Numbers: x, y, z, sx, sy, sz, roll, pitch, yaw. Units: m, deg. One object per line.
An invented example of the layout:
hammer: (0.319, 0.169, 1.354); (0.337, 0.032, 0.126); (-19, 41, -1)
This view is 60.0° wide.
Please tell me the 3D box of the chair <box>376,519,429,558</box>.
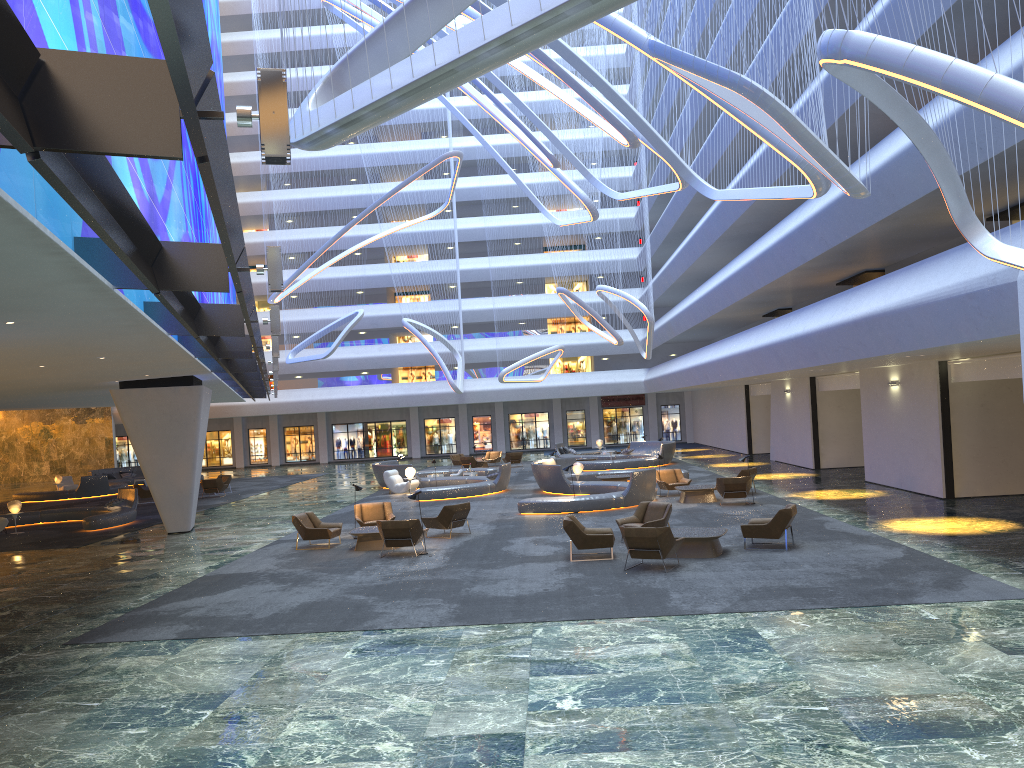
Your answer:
chair: (-2.231, 3.102, 18.045); (0.929, 0.766, 0.939); (-3, -1, 8)

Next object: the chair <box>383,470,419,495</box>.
chair: (-4.058, 3.597, 32.607); (1.158, 0.882, 0.728); (-4, -1, 21)

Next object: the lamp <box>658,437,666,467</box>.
lamp: (6.556, 2.969, 38.821); (0.201, 1.300, 0.384); (-3, 0, -38)

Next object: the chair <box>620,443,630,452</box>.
chair: (6.304, 3.488, 46.455); (0.938, 0.766, 0.930); (-3, -1, -38)

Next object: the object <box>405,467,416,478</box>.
object: (-3.646, 3.181, 31.805); (0.366, 0.387, 0.318); (-3, -1, -16)

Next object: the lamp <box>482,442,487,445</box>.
lamp: (-1.411, 3.640, 45.798); (0.384, 1.300, 0.202); (-3, 0, -36)

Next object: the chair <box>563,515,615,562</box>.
chair: (1.434, 2.843, 16.458); (0.939, 0.766, 0.929); (-3, -1, 4)

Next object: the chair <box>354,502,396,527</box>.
chair: (-3.291, 3.260, 21.223); (0.929, 0.766, 0.939); (-3, -1, -14)

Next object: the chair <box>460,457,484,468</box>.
chair: (-1.947, 3.840, 42.561); (0.930, 0.766, 0.938); (-4, -1, 43)

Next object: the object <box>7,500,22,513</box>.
object: (-14.820, 3.655, 26.418); (0.318, 0.387, 0.367); (-3, -1, 9)

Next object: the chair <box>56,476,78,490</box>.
chair: (-21.481, 4.908, 42.816); (0.728, 0.882, 1.158); (-3, -1, -44)

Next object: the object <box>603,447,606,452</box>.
object: (4.798, 3.397, 45.683); (0.131, 0.252, 0.103); (-3, 0, -15)

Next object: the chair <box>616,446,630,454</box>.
chair: (5.790, 3.446, 44.158); (0.939, 0.766, 0.929); (-4, -1, 35)

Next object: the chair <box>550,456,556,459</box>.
chair: (2.141, 3.753, 43.039); (0.587, 0.501, 0.490); (-4, -1, 37)

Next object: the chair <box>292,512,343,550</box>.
chair: (-4.368, 3.281, 19.887); (0.939, 0.766, 0.929); (-3, -1, 11)

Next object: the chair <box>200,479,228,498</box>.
chair: (-12.123, 4.221, 36.007); (0.929, 0.766, 0.939); (-3, -1, 0)

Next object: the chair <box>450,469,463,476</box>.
chair: (-2.767, 3.836, 36.603); (1.783, 0.501, 0.586); (-2, -1, -34)

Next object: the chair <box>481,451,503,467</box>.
chair: (-0.986, 3.884, 45.771); (0.930, 0.766, 0.938); (-4, -1, 21)

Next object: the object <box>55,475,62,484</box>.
object: (-21.448, 4.511, 41.906); (0.367, 0.387, 0.318); (-3, -1, 9)

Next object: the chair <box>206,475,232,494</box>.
chair: (-12.543, 4.304, 37.926); (0.930, 0.766, 0.938); (-4, -1, 41)

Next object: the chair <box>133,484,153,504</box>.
chair: (-14.534, 4.335, 35.233); (0.938, 0.766, 0.930); (-3, -1, -27)

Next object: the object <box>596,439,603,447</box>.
object: (4.774, 3.216, 48.306); (0.366, 0.387, 0.318); (-3, -1, -16)

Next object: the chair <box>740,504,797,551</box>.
chair: (4.780, 2.652, 16.459); (0.939, 0.766, 0.929); (-4, -1, 27)

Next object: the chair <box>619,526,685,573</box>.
chair: (2.359, 2.746, 15.011); (0.930, 0.766, 0.938); (-4, -1, 29)

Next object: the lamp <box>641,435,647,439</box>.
lamp: (6.433, 3.101, 42.877); (0.384, 1.300, 0.202); (-3, 0, 2)

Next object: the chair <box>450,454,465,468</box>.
chair: (-2.636, 3.964, 45.299); (0.928, 0.766, 0.940); (-2, -1, -44)

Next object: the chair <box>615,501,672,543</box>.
chair: (2.723, 2.815, 17.939); (0.938, 0.766, 0.930); (-3, -1, -36)

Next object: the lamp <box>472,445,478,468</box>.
lamp: (-1.727, 3.550, 42.308); (0.201, 1.300, 0.384); (-3, 0, -35)

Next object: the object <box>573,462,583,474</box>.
object: (2.169, 2.765, 29.099); (0.367, 0.387, 0.318); (-3, -1, 9)

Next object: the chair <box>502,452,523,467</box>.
chair: (0.059, 3.773, 44.108); (0.929, 0.766, 0.939); (-3, -1, -19)

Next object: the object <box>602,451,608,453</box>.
object: (4.841, 3.506, 45.722); (0.381, 0.038, 0.381); (-3, -2, -6)

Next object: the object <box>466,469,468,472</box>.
object: (-1.849, 3.564, 36.466); (0.071, 0.118, 0.151); (-3, -1, 12)

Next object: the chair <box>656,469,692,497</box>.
chair: (4.780, 2.962, 26.526); (0.929, 0.766, 0.939); (-3, -1, -14)

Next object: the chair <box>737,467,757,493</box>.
chair: (6.590, 2.835, 25.770); (0.939, 0.766, 0.929); (-4, -1, 35)

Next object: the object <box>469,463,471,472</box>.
object: (-1.729, 3.441, 36.551); (0.066, 0.356, 0.076); (-3, 0, -31)

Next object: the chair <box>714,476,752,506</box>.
chair: (5.840, 2.803, 23.347); (0.929, 0.766, 0.939); (-3, -1, 8)

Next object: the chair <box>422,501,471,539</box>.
chair: (-1.481, 3.134, 20.467); (0.939, 0.766, 0.929); (-4, -1, 35)

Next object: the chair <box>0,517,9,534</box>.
chair: (-15.707, 4.072, 26.365); (1.156, 0.882, 0.729); (-2, -1, -44)
